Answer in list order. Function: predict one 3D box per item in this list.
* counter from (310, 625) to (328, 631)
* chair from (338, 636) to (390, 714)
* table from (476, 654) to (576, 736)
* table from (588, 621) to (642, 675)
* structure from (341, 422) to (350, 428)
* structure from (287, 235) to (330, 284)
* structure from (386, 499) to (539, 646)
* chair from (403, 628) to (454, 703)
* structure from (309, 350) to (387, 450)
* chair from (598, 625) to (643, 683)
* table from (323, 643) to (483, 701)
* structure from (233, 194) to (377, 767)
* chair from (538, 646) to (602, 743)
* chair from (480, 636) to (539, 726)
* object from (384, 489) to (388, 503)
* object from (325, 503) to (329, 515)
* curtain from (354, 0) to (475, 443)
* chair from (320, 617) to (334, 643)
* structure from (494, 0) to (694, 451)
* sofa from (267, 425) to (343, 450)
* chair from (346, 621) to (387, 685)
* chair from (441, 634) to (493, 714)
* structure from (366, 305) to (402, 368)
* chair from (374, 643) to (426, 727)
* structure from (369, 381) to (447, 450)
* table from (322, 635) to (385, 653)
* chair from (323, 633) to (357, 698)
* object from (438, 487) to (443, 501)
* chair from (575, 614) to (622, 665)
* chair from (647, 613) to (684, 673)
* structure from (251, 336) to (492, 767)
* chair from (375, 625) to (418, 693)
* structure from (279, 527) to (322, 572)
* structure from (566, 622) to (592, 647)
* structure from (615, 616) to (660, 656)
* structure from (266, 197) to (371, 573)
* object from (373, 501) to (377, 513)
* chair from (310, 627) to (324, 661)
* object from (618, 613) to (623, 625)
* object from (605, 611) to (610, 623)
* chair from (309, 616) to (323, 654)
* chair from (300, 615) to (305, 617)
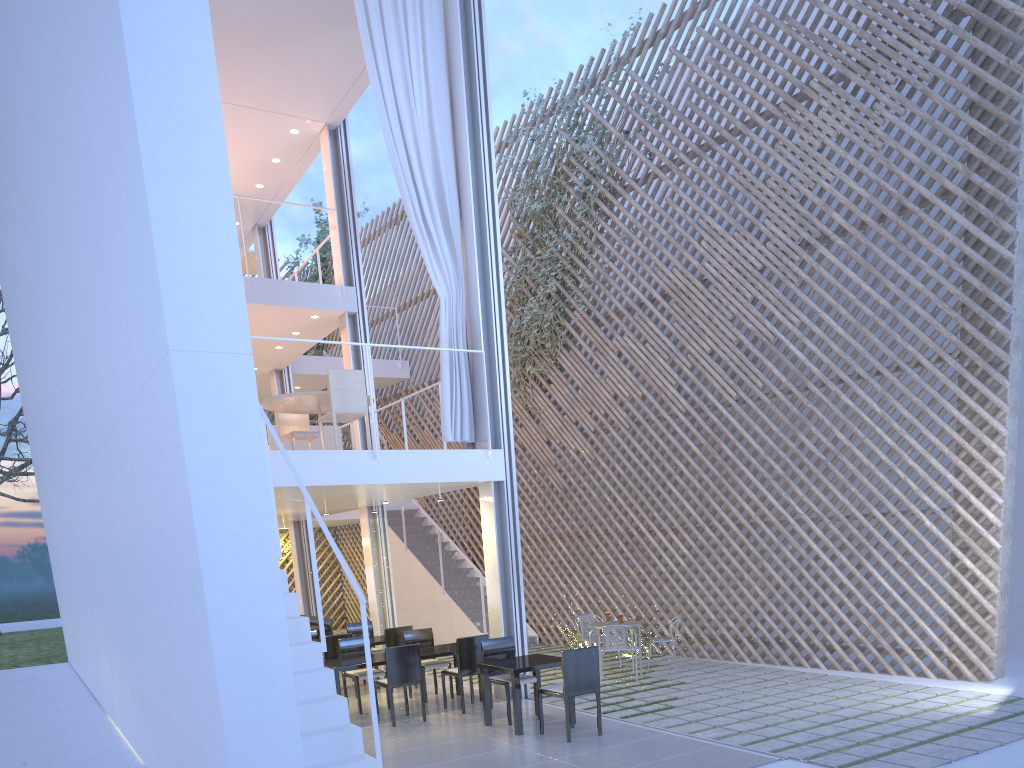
[{"bbox_3d":[-2.350,2.239,6.996,0.804,0.377,2.552,0,-11,-31],"label":"counter"},{"bbox_3d":[-0.852,1.681,4.761,0.187,0.450,0.235,-9,8,-31],"label":"chair"},{"bbox_3d":[0.076,1.527,4.065,0.353,0.339,0.353,-4,0,-31],"label":"table"},{"bbox_3d":[0.687,1.751,5.458,0.351,0.341,0.339,-4,0,21],"label":"table"},{"bbox_3d":[-1.530,0.701,6.862,0.027,0.563,1.724,-11,-4,-33],"label":"structure"},{"bbox_3d":[-1.622,-0.693,6.593,0.027,0.563,1.724,-11,-4,-33],"label":"structure"},{"bbox_3d":[-0.899,1.465,7.478,1.150,2.010,1.970,-8,3,-38],"label":"structure"},{"bbox_3d":[-0.503,1.695,4.965,0.187,0.450,0.235,-9,8,-31],"label":"chair"},{"bbox_3d":[-1.930,0.433,8.939,0.518,1.936,1.254,-11,8,-38],"label":"structure"},{"bbox_3d":[0.665,1.667,5.125,0.264,0.390,0.238,-3,5,14],"label":"chair"},{"bbox_3d":[-0.622,1.695,4.678,0.904,0.336,0.353,1,-3,-30],"label":"table"},{"bbox_3d":[-0.886,0.105,3.980,1.688,3.389,3.671,-8,1,-32],"label":"structure"},{"bbox_3d":[0.258,1.412,3.777,0.187,0.450,0.235,-9,8,-31],"label":"chair"},{"bbox_3d":[-0.004,1.513,4.203,0.187,0.450,0.235,-9,8,-31],"label":"chair"},{"bbox_3d":[-0.697,0.615,4.520,0.029,0.081,0.028,-7,9,-20],"label":"object"},{"bbox_3d":[-1.214,0.814,5.362,0.029,0.081,0.028,-7,9,-20],"label":"object"},{"bbox_3d":[-0.489,-0.907,4.173,0.499,2.490,0.095,-10,13,-32],"label":"curtain"},{"bbox_3d":[-1.536,2.056,6.453,0.235,0.451,0.186,-7,8,-29],"label":"chair"},{"bbox_3d":[0.466,-0.916,6.251,0.714,2.795,2.365,-12,7,-41],"label":"structure"},{"bbox_3d":[-1.605,0.558,5.868,0.492,0.373,0.997,-2,-8,-32],"label":"sofa"},{"bbox_3d":[-1.015,1.893,5.799,0.187,0.450,0.235,-9,8,-31],"label":"chair"},{"bbox_3d":[-0.259,1.601,4.567,0.187,0.450,0.235,-9,8,-31],"label":"chair"},{"bbox_3d":[-1.591,-0.466,7.764,1.124,0.581,0.026,0,8,-30],"label":"structure"},{"bbox_3d":[-0.609,1.587,4.364,0.187,0.450,0.235,-9,8,-31],"label":"chair"},{"bbox_3d":[-0.570,0.331,5.297,0.027,0.563,1.721,-11,-4,-33],"label":"structure"},{"bbox_3d":[-1.108,1.882,5.469,0.904,0.336,0.353,1,-3,-30],"label":"table"},{"bbox_3d":[-1.121,1.784,5.199,0.187,0.450,0.235,-9,8,-31],"label":"chair"},{"bbox_3d":[-1.570,1.159,5.077,1.649,0.830,1.866,0,-8,-33],"label":"object"},{"bbox_3d":[0.582,1.795,5.754,0.257,0.390,0.245,-6,5,-31],"label":"chair"},{"bbox_3d":[1.008,1.700,5.419,0.250,0.390,0.252,-3,4,9],"label":"chair"},{"bbox_3d":[-0.307,0.570,3.562,1.338,1.834,1.437,-6,3,-31],"label":"structure"},{"bbox_3d":[-0.771,1.799,5.402,0.187,0.450,0.235,-9,8,-31],"label":"chair"},{"bbox_3d":[-2.582,1.988,9.679,1.119,2.054,0.284,-7,11,-29],"label":"structure"},{"bbox_3d":[0.576,2.053,6.711,0.263,0.266,0.262,-4,0,-24],"label":"structure"},{"bbox_3d":[0.927,1.890,6.165,0.318,0.331,0.288,-3,1,44],"label":"structure"},{"bbox_3d":[-2.685,0.476,10.335,1.081,4.644,3.292,-11,7,-35],"label":"structure"},{"bbox_3d":[-0.927,0.826,5.529,0.029,0.081,0.028,-7,9,-20],"label":"object"},{"bbox_3d":[-1.364,1.878,5.596,0.187,0.450,0.235,-9,8,-31],"label":"chair"},{"bbox_3d":[0.707,1.522,5.334,0.032,0.079,0.030,-2,8,14],"label":"object"},{"bbox_3d":[0.642,1.562,5.516,0.032,0.079,0.030,-2,8,14],"label":"object"},{"bbox_3d":[-1.708,2.124,6.742,0.234,0.451,0.187,-8,9,-33],"label":"chair"},{"bbox_3d":[-1.893,2.191,7.023,0.233,0.451,0.188,-8,9,-36],"label":"chair"}]
